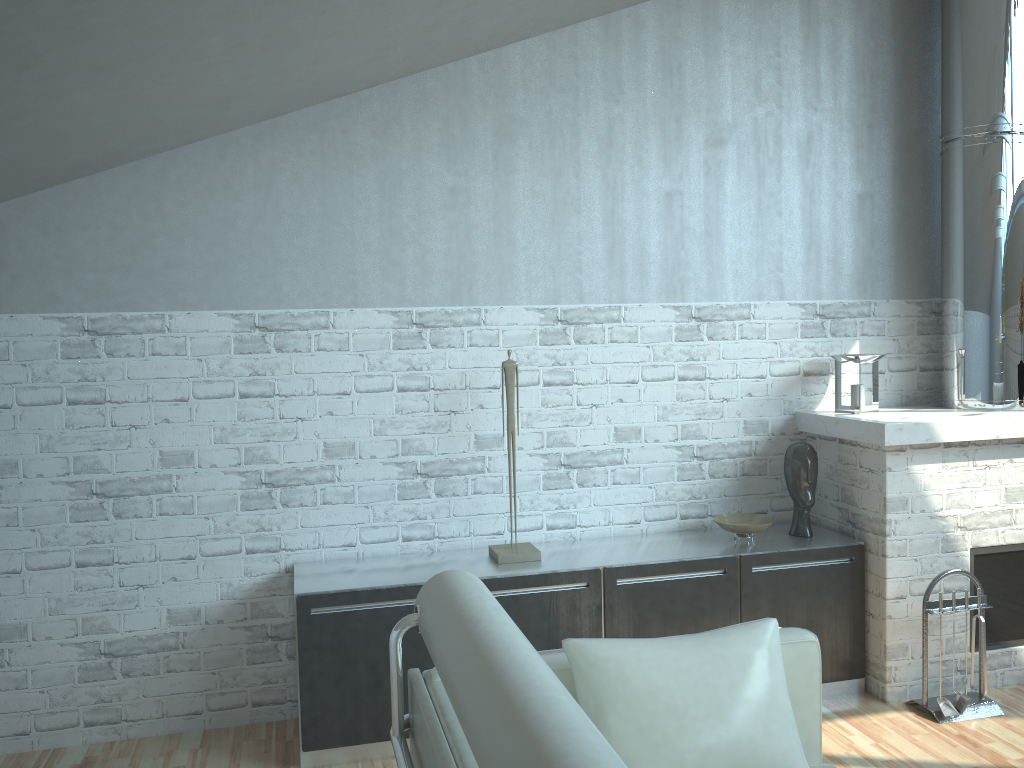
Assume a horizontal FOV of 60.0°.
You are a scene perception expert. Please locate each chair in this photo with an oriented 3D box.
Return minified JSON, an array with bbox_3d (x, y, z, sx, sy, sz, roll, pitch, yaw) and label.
[{"bbox_3d":[0.796,1.856,3.127,2.201,2.001,2.507,-2,3,-14],"label":"chair"}]

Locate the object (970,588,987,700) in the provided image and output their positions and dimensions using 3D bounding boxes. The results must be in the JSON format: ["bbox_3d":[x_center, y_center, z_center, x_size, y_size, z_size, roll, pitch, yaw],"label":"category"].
[{"bbox_3d":[3.666,2.036,6.964,0.026,0.873,0.155,-2,3,-12],"label":"object"}]

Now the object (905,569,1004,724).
[{"bbox_3d":[3.490,2.014,7.007,0.584,1.124,0.412,-2,3,-14],"label":"object"}]

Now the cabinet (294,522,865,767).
[{"bbox_3d":[0.600,2.004,7.232,4.572,1.270,0.914,-2,3,-14],"label":"cabinet"}]

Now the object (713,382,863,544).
[{"bbox_3d":[2.995,1.394,5.463,1.528,2.558,4.859,-2,3,-15],"label":"object"}]

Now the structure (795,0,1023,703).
[{"bbox_3d":[4.306,-1.080,7.839,3.302,7.180,1.309,-2,3,-14],"label":"structure"}]

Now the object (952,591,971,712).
[{"bbox_3d":[3.475,2.076,6.861,0.065,0.932,0.145,-3,4,-32],"label":"object"}]

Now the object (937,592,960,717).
[{"bbox_3d":[3.337,2.073,6.823,0.131,0.916,0.146,-2,3,-14],"label":"object"}]

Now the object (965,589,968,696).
[{"bbox_3d":[3.555,2.031,6.937,0.025,0.855,0.025,-1,3,8],"label":"object"}]
